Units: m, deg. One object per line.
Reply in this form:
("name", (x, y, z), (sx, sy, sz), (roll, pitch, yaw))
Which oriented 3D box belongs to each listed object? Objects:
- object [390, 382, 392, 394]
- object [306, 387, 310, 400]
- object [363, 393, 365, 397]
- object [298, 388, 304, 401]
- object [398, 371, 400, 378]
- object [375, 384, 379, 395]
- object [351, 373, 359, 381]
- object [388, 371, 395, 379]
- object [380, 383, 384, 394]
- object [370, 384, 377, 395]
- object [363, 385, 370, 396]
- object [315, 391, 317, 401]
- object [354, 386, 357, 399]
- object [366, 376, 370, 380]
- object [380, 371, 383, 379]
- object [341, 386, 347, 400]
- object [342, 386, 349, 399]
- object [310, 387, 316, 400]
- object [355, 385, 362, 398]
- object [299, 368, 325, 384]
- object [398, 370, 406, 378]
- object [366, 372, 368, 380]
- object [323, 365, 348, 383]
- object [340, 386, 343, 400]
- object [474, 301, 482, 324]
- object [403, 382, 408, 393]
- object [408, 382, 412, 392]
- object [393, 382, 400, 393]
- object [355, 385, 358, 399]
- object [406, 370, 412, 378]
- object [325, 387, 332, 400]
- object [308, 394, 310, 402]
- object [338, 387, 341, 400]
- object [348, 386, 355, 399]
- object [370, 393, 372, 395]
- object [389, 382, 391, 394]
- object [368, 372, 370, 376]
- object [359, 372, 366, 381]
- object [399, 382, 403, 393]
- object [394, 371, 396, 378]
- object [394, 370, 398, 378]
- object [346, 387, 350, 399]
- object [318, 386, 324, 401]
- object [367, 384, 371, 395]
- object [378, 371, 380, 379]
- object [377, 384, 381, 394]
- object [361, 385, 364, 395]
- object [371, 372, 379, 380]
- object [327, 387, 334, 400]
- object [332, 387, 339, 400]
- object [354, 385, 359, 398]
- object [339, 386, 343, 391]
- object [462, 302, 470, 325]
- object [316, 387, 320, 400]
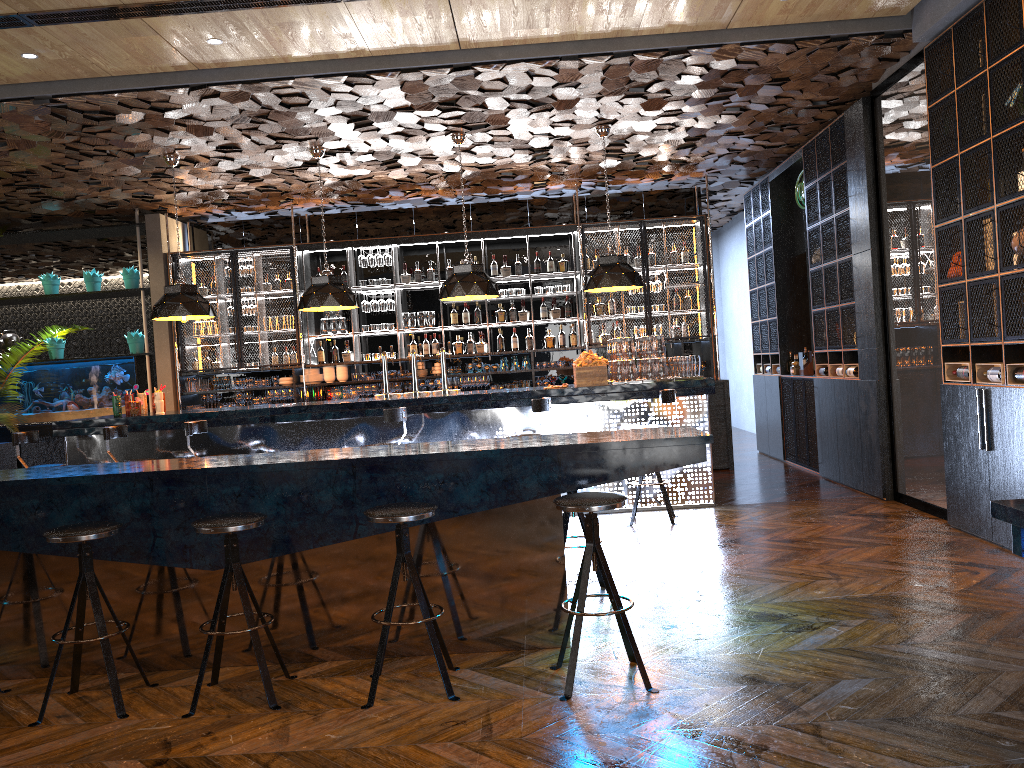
("object", (-1.530, 0.091, 11.113), (0.071, 0.226, 0.071), (-4, 1, -27))
("object", (-2.568, 0.158, 11.155), (0.073, 0.229, 0.073), (-4, 1, -10))
("object", (-1.896, 0.116, 11.322), (0.084, 0.216, 0.084), (-3, 2, 40))
("object", (-2.631, 0.164, 11.086), (0.073, 0.229, 0.073), (-4, 1, -10))
("object", (-1.388, -0.125, 11.139), (0.095, 0.096, 0.095), (-4, 1, 2))
("object", (-1.719, 0.107, 11.183), (0.084, 0.216, 0.084), (-3, 2, 44))
("object", (-1.953, -0.086, 11.051), (0.100, 0.100, 0.089), (-4, 1, 6))
("object", (-1.506, -0.116, 11.048), (0.093, 0.099, 0.093), (-3, 1, 21))
("object", (-1.604, 0.097, 11.074), (0.071, 0.226, 0.071), (-4, 1, -27))
("object", (-1.721, 0.110, 11.046), (0.084, 0.216, 0.084), (-3, 2, 44))
("object", (-1.811, 0.116, 11.048), (0.084, 0.216, 0.084), (-3, 1, 17))
("object", (-2.490, 0.152, 11.236), (0.073, 0.229, 0.073), (-4, 1, -10))
("object", (-1.989, 0.128, 11.148), (0.082, 0.213, 0.082), (-4, 1, -17))
("object", (-1.794, -0.071, 11.073), (0.049, 0.048, 0.044), (-3, 2, 44))
("object", (-1.605, -0.111, 11.098), (0.093, 0.099, 0.093), (-3, 1, 18))
("object", (-2.091, 0.137, 11.062), (0.082, 0.213, 0.082), (-3, 1, 35))
("object", (-2.086, 0.135, 11.150), (0.082, 0.213, 0.082), (-4, 1, -19))
("object", (-2.485, 0.154, 11.102), (0.073, 0.229, 0.073), (-4, 1, -10))
("object", (-1.905, 0.123, 11.052), (0.084, 0.216, 0.084), (-4, 1, -10))
("object", (-2.522, -0.098, 11.181), (0.306, 0.195, 0.300), (-4, 1, 3))
("object", (-1.365, -0.124, 11.034), (0.095, 0.096, 0.095), (-4, 1, -24))
("object", (-1.866, -0.095, 11.226), (0.089, 0.100, 0.100), (-3, 2, 43))
("object", (-2.215, -0.129, 11.139), (0.309, 0.216, 0.149), (-4, 1, -1))
("object", (-2.177, 0.139, 11.243), (0.082, 0.213, 0.082), (-3, 1, 22))
("object", (-0.434, -0.894, 11.206), (0.086, 0.297, 0.086), (-5, 2, -40))
("object", (-1.327, 0.082, 11.113), (0.071, 0.217, 0.071), (-4, 1, 10))
("object", (-1.266, 0.079, 11.072), (0.071, 0.217, 0.071), (-4, 1, 10))
("object", (-1.432, 0.090, 11.061), (0.092, 0.218, 0.092), (-5, 1, -38))
("object", (-1.986, 0.126, 11.237), (0.082, 0.213, 0.082), (-4, 1, -10))
("object", (-1.292, -0.130, 11.104), (0.095, 0.096, 0.095), (-3, 1, 26))
("object", (-2.283, 0.149, 11.068), (0.082, 0.213, 0.082), (-3, 1, 31))
("object", (-2.607, 0.157, 11.340), (0.073, 0.229, 0.073), (-4, 1, -10))
("object", (-2.187, 0.141, 11.152), (0.082, 0.213, 0.082), (-4, 1, -22))
("object", (-1.998, 0.131, 11.057), (0.082, 0.213, 0.082), (-3, 1, 31))
("object", (-1.804, 0.110, 11.313), (0.084, 0.216, 0.084), (-4, 1, 0))
("object", (-1.532, 0.093, 11.033), (0.071, 0.226, 0.071), (-4, 1, -27))
("object", (-1.859, -0.098, 11.327), (0.089, 0.100, 0.100), (-4, 1, -5))
("object", (-1.870, -0.092, 11.105), (0.089, 0.100, 0.100), (-3, 1, 38))
("object", (-1.413, 0.087, 11.169), (0.092, 0.218, 0.092), (-5, 1, -38))
("object", (-1.507, -0.118, 11.153), (0.093, 0.099, 0.093), (-4, 1, -27))
("object", (-1.499, -0.121, 11.254), (0.093, 0.099, 0.093), (-4, 1, -11))
("object", (-2.084, 0.133, 11.240), (0.082, 0.213, 0.082), (-3, 1, 34))
("object", (-2.388, 0.148, 11.095), (0.073, 0.229, 0.073), (-4, 1, -10))
("object", (-1.805, 0.113, 11.179), (0.084, 0.216, 0.084), (-4, 1, -6))
("object", (-1.708, -0.107, 11.263), (0.109, 0.100, 0.109), (-4, 1, -15))
("object", (-1.714, 0.104, 11.317), (0.084, 0.216, 0.084), (-3, 1, 24))
("object", (-1.896, 0.119, 11.186), (0.084, 0.216, 0.084), (-4, 1, 14))
("object", (-1.712, -0.104, 11.105), (0.109, 0.100, 0.109), (-4, 1, -15))
("object", (-2.278, 0.147, 11.158), (0.082, 0.213, 0.082), (-4, 1, -6))
("object", (-2.195, 0.144, 11.065), (0.082, 0.213, 0.082), (-3, 1, 31))
("object", (-1.982, 0.124, 11.326), (0.082, 0.213, 0.082), (-4, 1, -7))
("object", (-2.179, 0.137, 11.329), (0.082, 0.213, 0.082), (-3, 1, 32))
("object", (-0.584, -0.885, 11.238), (0.086, 0.298, 0.086), (-5, 2, -40))
("object", (-2.437, 0.149, 11.169), (0.073, 0.229, 0.073), (-4, 1, -10))
